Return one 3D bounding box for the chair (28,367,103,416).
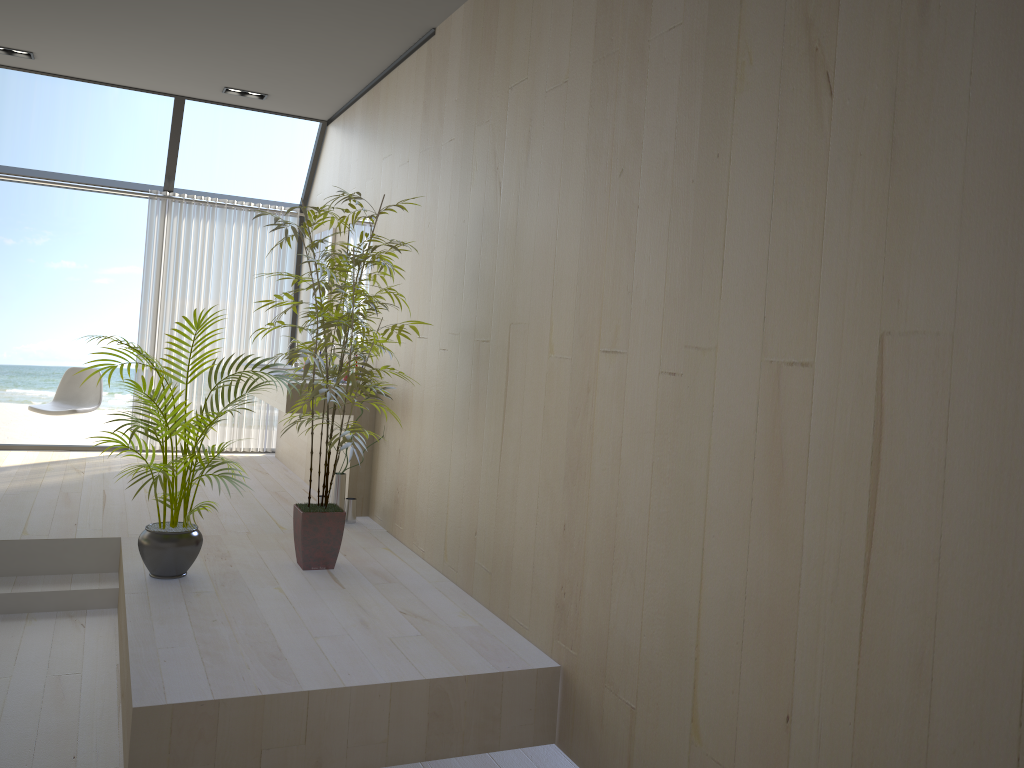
[{"bbox_3d":[-3.260,0.057,6.515,0.369,0.347,0.454,4,1,4],"label":"chair"}]

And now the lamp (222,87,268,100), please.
[{"bbox_3d":[-1.927,-2.151,6.400,0.300,0.112,0.164,3,2,-25],"label":"lamp"}]

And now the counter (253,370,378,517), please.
[{"bbox_3d":[-1.311,0.355,5.713,0.549,0.791,1.208,4,1,-25],"label":"counter"}]

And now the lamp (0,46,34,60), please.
[{"bbox_3d":[-3.287,-2.221,5.774,0.300,0.112,0.164,3,2,-25],"label":"lamp"}]

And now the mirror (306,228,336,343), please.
[{"bbox_3d":[-1.483,-0.746,6.849,0.023,0.869,0.654,5,0,-25],"label":"mirror"}]

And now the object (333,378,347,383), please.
[{"bbox_3d":[-1.031,-0.019,5.347,0.104,0.029,0.032,5,1,16],"label":"object"}]

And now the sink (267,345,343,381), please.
[{"bbox_3d":[-1.310,-0.058,5.668,0.503,0.419,0.575,4,1,-21],"label":"sink"}]

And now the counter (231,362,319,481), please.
[{"bbox_3d":[-1.814,0.270,6.809,0.549,0.791,1.208,4,1,-25],"label":"counter"}]

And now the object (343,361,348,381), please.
[{"bbox_3d":[-1.015,-0.071,5.427,0.039,0.135,0.039,4,-1,17],"label":"object"}]

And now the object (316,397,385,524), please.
[{"bbox_3d":[-0.901,0.430,5.090,0.406,0.749,0.274,4,0,-37],"label":"object"}]

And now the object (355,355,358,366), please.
[{"bbox_3d":[-0.941,-0.087,5.338,0.012,0.178,0.050,4,-1,14],"label":"object"}]

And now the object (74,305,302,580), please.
[{"bbox_3d":[-1.462,0.228,3.753,0.916,1.158,0.750,4,0,9],"label":"object"}]

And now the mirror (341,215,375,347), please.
[{"bbox_3d":[-1.026,-0.670,5.919,0.023,0.869,0.654,5,0,-25],"label":"mirror"}]

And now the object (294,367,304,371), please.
[{"bbox_3d":[-1.533,-0.105,6.443,0.104,0.029,0.032,5,1,16],"label":"object"}]

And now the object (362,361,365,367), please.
[{"bbox_3d":[-0.918,-0.085,5.366,0.054,0.175,0.012,4,-1,1],"label":"object"}]

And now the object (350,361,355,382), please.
[{"bbox_3d":[-0.994,-0.075,5.539,0.039,0.135,0.039,4,-1,17],"label":"object"}]

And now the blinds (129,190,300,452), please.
[{"bbox_3d":[-2.425,-0.485,7.274,1.181,2.072,0.084,4,-1,-25],"label":"blinds"}]

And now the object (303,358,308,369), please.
[{"bbox_3d":[-1.518,-0.157,6.523,0.039,0.135,0.038,4,-1,24],"label":"object"}]

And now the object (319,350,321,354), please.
[{"bbox_3d":[-1.420,-0.171,6.462,0.054,0.175,0.012,4,-1,1],"label":"object"}]

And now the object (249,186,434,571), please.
[{"bbox_3d":[-0.781,-0.026,4.107,0.787,1.758,0.935,4,0,0],"label":"object"}]

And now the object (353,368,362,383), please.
[{"bbox_3d":[-0.936,-0.045,5.366,0.058,0.100,0.058,4,0,-14],"label":"object"}]

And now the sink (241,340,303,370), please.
[{"bbox_3d":[-1.813,-0.144,6.764,0.503,0.419,0.575,4,1,-21],"label":"sink"}]

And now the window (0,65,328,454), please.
[{"bbox_3d":[-3.787,-0.889,6.428,4.553,2.815,0.746,3,0,-25],"label":"window"}]

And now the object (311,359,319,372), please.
[{"bbox_3d":[-1.439,-0.131,6.462,0.058,0.100,0.058,4,0,-18],"label":"object"}]
